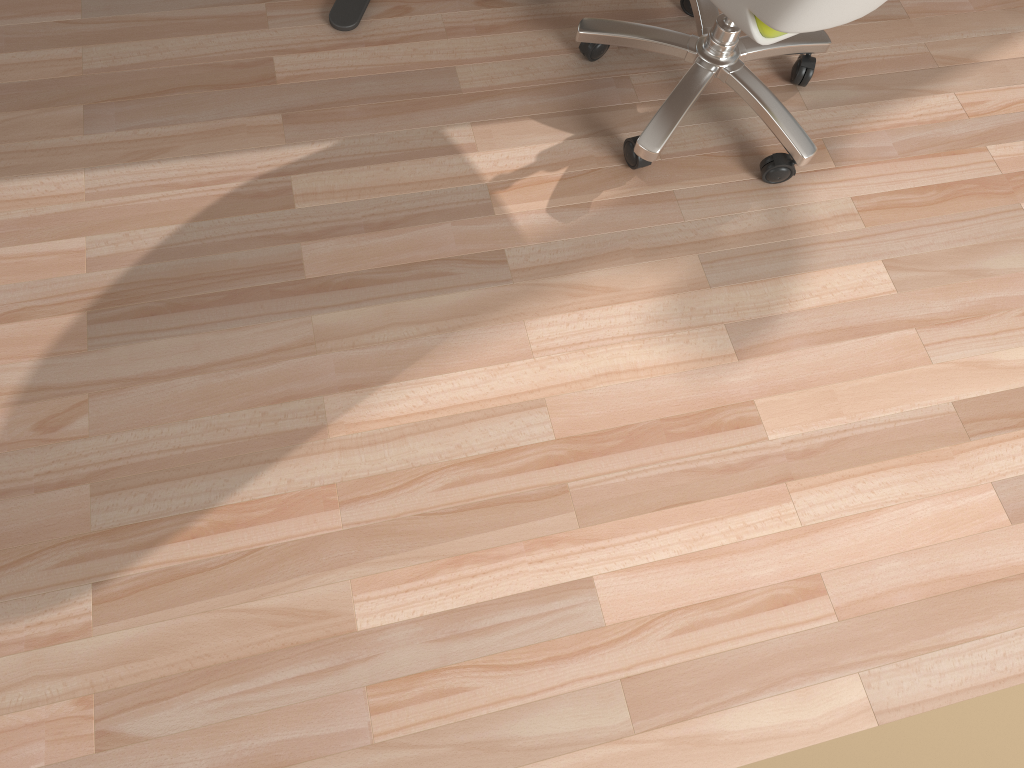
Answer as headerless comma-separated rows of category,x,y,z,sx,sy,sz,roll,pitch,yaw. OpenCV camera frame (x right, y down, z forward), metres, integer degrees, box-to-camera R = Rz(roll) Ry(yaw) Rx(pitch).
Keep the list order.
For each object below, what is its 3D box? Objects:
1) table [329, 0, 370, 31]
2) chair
table,-0.378,-1.331,1.990,0.815,0.655,0.968,-12,66,-13
chair,0.516,-0.831,1.781,0.636,0.771,0.614,-34,74,-20
